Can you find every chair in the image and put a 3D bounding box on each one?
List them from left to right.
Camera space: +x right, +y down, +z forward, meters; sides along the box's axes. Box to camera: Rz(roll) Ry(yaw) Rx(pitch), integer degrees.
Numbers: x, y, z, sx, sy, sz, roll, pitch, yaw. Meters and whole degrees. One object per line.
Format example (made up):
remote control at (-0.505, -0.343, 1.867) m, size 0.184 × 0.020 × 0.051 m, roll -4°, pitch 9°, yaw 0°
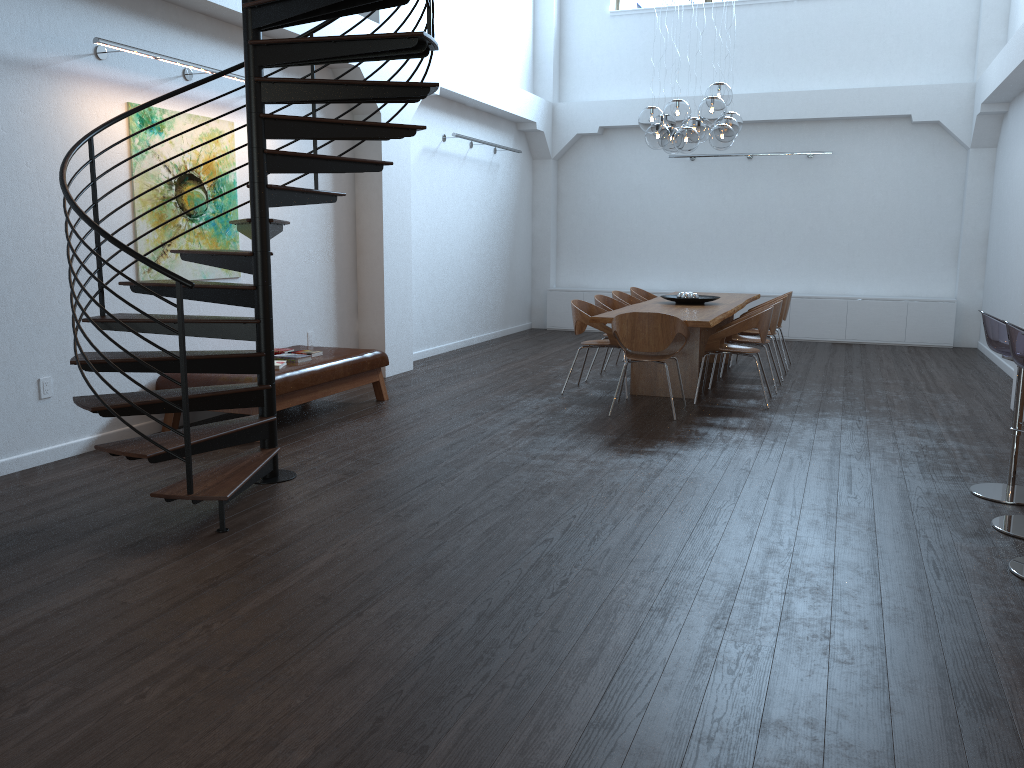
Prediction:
chair at (0.825, -0.341, 8.052) m, size 0.617 × 0.830 × 0.629 m, roll 4°, pitch 10°, yaw 20°
chair at (1.102, -0.455, 8.759) m, size 0.618 × 0.833 × 0.629 m, roll 4°, pitch 10°, yaw 22°
chair at (1.353, -0.572, 9.471) m, size 0.618 × 0.833 × 0.629 m, roll 4°, pitch 10°, yaw 20°
chair at (1.100, -0.189, 7.151) m, size 0.629 × 0.833 × 0.618 m, roll 3°, pitch 10°, yaw 15°
chair at (1.642, -0.688, 10.187) m, size 0.618 × 0.833 × 0.629 m, roll 4°, pitch 10°, yaw 20°
chair at (1.930, -0.263, 7.634) m, size 0.618 × 0.833 × 0.629 m, roll 4°, pitch 10°, yaw 18°
chair at (2.223, -0.380, 8.348) m, size 0.618 × 0.833 × 0.629 m, roll 4°, pitch 10°, yaw 20°
chair at (2.493, -0.495, 9.054) m, size 0.618 × 0.833 × 0.629 m, roll 4°, pitch 10°, yaw 20°
chair at (2.764, -0.611, 9.762) m, size 0.618 × 0.833 × 0.629 m, roll 4°, pitch 10°, yaw 20°
chair at (2.761, 0.113, 4.826) m, size 0.481 × 1.014 × 0.530 m, roll 4°, pitch 10°, yaw 22°
chair at (2.564, 0.210, 4.233) m, size 0.481 × 1.014 × 0.530 m, roll 4°, pitch 10°, yaw 18°
chair at (2.323, 0.305, 3.650) m, size 0.481 × 1.014 × 0.530 m, roll 4°, pitch 10°, yaw 18°

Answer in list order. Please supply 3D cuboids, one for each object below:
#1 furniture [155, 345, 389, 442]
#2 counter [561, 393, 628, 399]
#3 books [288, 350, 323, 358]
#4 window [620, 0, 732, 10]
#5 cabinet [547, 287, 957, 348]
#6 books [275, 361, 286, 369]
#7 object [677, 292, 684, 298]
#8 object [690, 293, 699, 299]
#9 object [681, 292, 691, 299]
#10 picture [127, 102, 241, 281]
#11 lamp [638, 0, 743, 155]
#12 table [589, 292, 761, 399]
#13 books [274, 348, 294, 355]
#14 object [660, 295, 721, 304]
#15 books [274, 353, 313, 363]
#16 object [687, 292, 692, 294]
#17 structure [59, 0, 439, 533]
furniture at (-1.791, 0.016, 6.963) m, size 0.907 × 0.453 × 1.819 m, roll 4°, pitch 10°, yaw 20°
counter at (2.496, 0.230, 4.598) m, size 3.039 × 0.860 × 8.182 m, roll -1°, pitch 10°, yaw -9°
books at (-1.643, -0.241, 7.049) m, size 0.224 × 0.032 × 0.161 m, roll 4°, pitch 10°, yaw 20°
window at (3.459, -6.024, 12.404) m, size 3.970 × 1.308 × 0.005 m, roll 4°, pitch 10°, yaw 20°
cabinet at (3.223, -0.991, 12.701) m, size 5.580 × 0.626 × 0.478 m, roll 4°, pitch 10°, yaw 20°
books at (-1.749, -0.142, 6.472) m, size 0.161 × 0.031 × 0.223 m, roll 0°, pitch 9°, yaw -2°
object at (1.705, -0.876, 8.906) m, size 0.100 × 0.100 × 0.100 m, roll -4°, pitch 10°, yaw -24°
object at (1.817, -0.861, 8.855) m, size 0.100 × 0.100 × 0.100 m, roll -4°, pitch 10°, yaw -24°
object at (1.729, -0.859, 8.809) m, size 0.100 × 0.100 × 0.100 m, roll -4°, pitch 10°, yaw -24°
picture at (-2.362, -1.364, 6.494) m, size 0.010 × 1.200 × 1.095 m, roll 4°, pitch 10°, yaw 20°
lamp at (1.689, -3.202, 8.176) m, size 0.849 × 2.140 × 1.787 m, roll 4°, pitch 10°, yaw 19°
table at (1.779, -0.438, 8.936) m, size 1.012 × 0.750 × 3.803 m, roll 4°, pitch 10°, yaw 20°
books at (-1.898, -0.262, 7.171) m, size 0.224 × 0.036 × 0.161 m, roll 3°, pitch 10°, yaw 15°
object at (1.781, -0.840, 8.864) m, size 0.592 × 0.066 × 0.592 m, roll -3°, pitch 10°, yaw -21°
books at (-1.683, -0.199, 6.784) m, size 0.247 × 0.040 × 0.185 m, roll 4°, pitch 10°, yaw 23°
object at (1.795, -0.880, 8.953) m, size 0.100 × 0.100 × 0.100 m, roll -4°, pitch 10°, yaw -24°
structure at (-1.400, -1.603, 4.827) m, size 1.998 × 4.352 × 1.998 m, roll -3°, pitch 10°, yaw -18°
